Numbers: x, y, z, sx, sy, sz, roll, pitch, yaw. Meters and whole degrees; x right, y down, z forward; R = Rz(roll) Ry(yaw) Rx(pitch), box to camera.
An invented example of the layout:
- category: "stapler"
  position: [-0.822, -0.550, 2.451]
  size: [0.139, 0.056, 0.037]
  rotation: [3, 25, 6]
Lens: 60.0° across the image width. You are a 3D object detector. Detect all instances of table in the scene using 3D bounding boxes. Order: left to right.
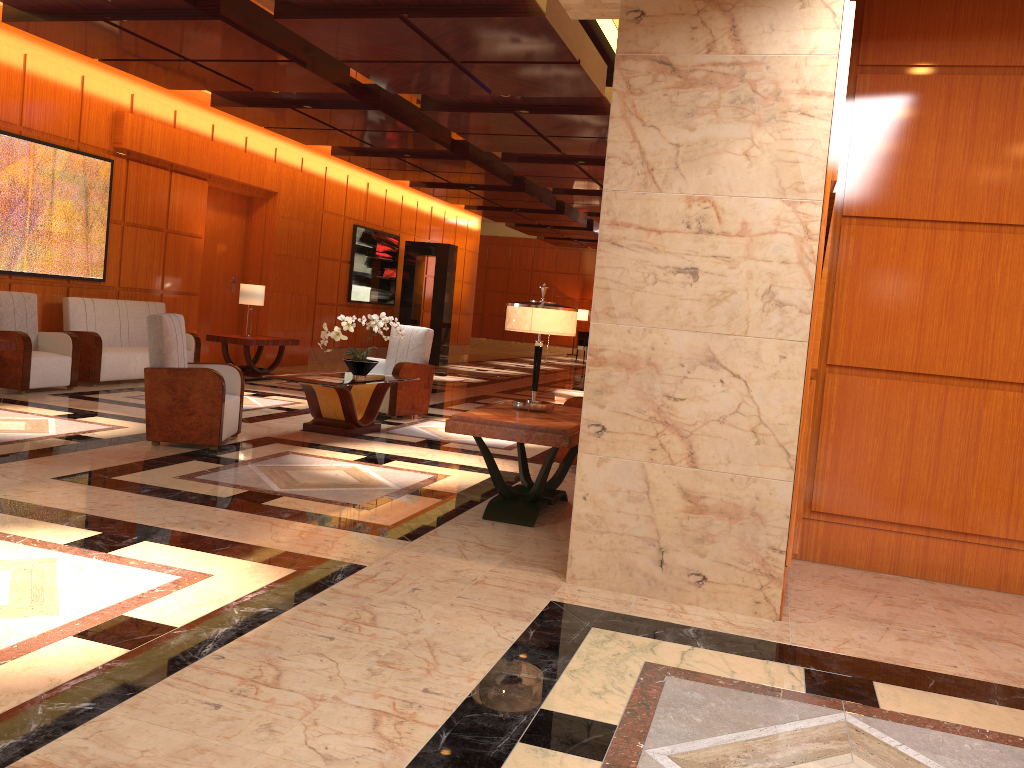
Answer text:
- category: "table"
  position: [-5.110, -0.140, 7.731]
  size: [0.726, 0.533, 1.168]
  rotation: [7, 4, 19]
- category: "table"
  position: [-3.659, -0.394, 12.527]
  size: [0.726, 0.533, 1.168]
  rotation: [7, 4, 19]
- category: "table"
  position: [-1.525, 0.182, 8.083]
  size: [0.723, 0.495, 1.561]
  rotation: [7, 5, 19]
- category: "table"
  position: [0.131, 0.482, 5.506]
  size: [0.726, 0.605, 1.271]
  rotation: [6, 4, 17]

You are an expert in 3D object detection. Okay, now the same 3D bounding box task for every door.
- category: "door"
  position: [-4.314, -1.569, 13.185]
  size: [0.341, 2.647, 1.501]
  rotation: [6, 3, 16]

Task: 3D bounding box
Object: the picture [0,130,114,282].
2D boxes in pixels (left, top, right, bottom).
- category: "picture"
  position: [-5.090, -1.883, 9.572]
  size: [0.056, 1.449, 1.998]
  rotation: [6, 4, 16]

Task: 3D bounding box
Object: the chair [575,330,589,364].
- category: "chair"
  position: [2.056, -0.997, 24.271]
  size: [0.584, 0.892, 0.578]
  rotation: [3, 4, -35]

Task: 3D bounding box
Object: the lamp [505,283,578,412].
- category: "lamp"
  position: [0.168, -0.235, 5.627]
  size: [0.459, 0.808, 0.459]
  rotation: [7, 3, 26]

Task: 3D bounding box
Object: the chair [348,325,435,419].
- category: "chair"
  position: [-1.286, -0.160, 9.567]
  size: [0.739, 0.959, 0.628]
  rotation: [7, 4, 35]

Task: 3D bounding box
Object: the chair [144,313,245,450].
- category: "chair"
  position: [-2.434, -0.042, 6.798]
  size: [0.628, 0.959, 0.739]
  rotation: [5, 3, -5]

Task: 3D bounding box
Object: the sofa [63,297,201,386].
- category: "sofa"
  position: [-4.485, -0.511, 10.467]
  size: [0.613, 0.930, 1.800]
  rotation: [6, 4, 17]

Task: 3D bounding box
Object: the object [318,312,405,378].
- category: "object"
  position: [-1.386, -0.370, 8.157]
  size: [0.788, 0.616, 0.418]
  rotation: [5, 3, -6]

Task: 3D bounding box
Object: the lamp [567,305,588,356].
- category: "lamp"
  position: [1.989, -1.727, 28.469]
  size: [0.810, 1.658, 0.813]
  rotation: [3, 3, -33]

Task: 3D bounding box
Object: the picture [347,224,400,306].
- category: "picture"
  position: [-2.698, -2.301, 17.479]
  size: [0.056, 1.449, 1.998]
  rotation: [6, 4, 16]

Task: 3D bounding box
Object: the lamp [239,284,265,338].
- category: "lamp"
  position: [-1.113, -0.323, 6.600]
  size: [0.334, 0.733, 13.040]
  rotation: [4, 5, -24]

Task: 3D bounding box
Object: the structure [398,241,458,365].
- category: "structure"
  position: [-1.785, -1.692, 18.537]
  size: [0.986, 2.494, 0.500]
  rotation: [6, 3, 17]

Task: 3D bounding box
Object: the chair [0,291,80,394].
- category: "chair"
  position: [-4.844, -0.430, 8.887]
  size: [0.629, 0.959, 0.738]
  rotation: [6, 3, 15]

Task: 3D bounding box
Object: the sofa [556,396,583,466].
- category: "sofa"
  position: [0.938, 0.190, 7.885]
  size: [0.613, 0.930, 1.800]
  rotation: [6, 4, 17]
